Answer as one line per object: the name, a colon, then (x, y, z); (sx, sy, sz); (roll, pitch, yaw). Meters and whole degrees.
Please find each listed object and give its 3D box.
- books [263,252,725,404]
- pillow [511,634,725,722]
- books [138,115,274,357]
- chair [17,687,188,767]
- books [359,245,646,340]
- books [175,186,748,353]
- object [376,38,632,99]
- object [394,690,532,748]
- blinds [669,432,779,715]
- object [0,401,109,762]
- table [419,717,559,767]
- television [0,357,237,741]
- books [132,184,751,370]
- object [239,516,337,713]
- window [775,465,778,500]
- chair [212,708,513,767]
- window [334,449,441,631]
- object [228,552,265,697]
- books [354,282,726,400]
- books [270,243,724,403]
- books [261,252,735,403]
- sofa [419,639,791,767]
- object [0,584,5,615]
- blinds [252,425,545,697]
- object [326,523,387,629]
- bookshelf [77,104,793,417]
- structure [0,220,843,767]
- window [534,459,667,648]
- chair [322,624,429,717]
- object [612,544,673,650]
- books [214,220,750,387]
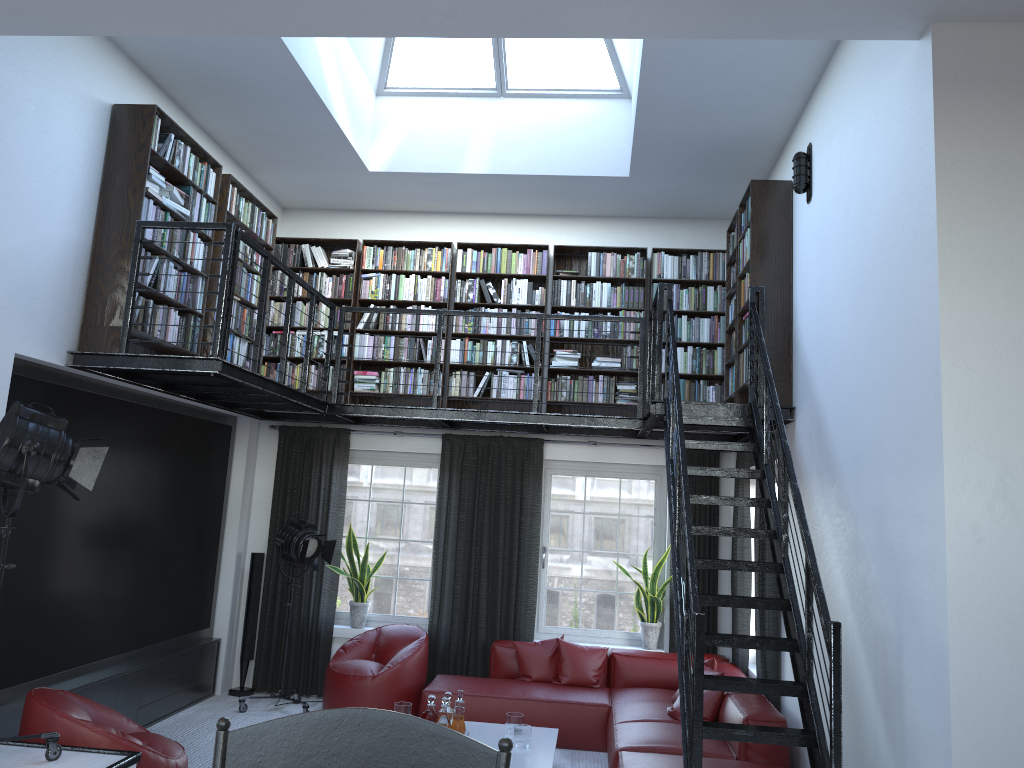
books: (-0.112, -0.558, 8.178); (4.436, 1.421, 0.225); (3, -10, 6)
pillow: (0.999, 2.252, 6.944); (0.979, 0.404, 1.952); (11, -11, -41)
books: (-2.344, -0.911, 6.622); (0.315, 1.432, 2.192); (2, -9, 6)
chair: (-2.105, 1.942, 4.585); (0.829, 0.716, 0.826); (6, -9, -15)
books: (-0.099, -0.840, 8.237); (2.637, 0.833, 0.212); (3, -10, 6)
books: (-0.252, -0.631, 6.710); (4.336, 1.147, 1.588); (3, -9, 5)
object: (-0.118, -2.866, 7.152); (2.222, 0.637, 1.178); (3, -8, 6)
object: (-0.349, 2.194, 5.932); (1.009, 0.296, 0.509); (2, -9, 9)
blinds: (1.815, 1.633, 6.978); (0.527, 2.395, 1.740); (5, -10, -12)
object: (-2.184, 0.873, 3.942); (0.542, 1.589, 0.609); (12, -13, -40)
table: (-0.560, 2.423, 5.715); (1.665, 0.245, 1.158); (3, -8, 6)
television: (-2.720, 1.264, 6.270); (0.117, 2.442, 3.331); (2, -9, 6)
books: (-0.262, -0.805, 6.436); (4.377, 1.418, 2.191); (3, -9, 5)
object: (-0.760, 1.997, 7.610); (2.904, 1.589, 0.749); (5, -10, -10)
window: (2.062, 1.428, 6.853); (0.133, 1.615, 1.159); (2, -9, 6)
chair: (-0.243, 0.875, 0.858); (0.496, 0.971, 0.500); (1, -10, 13)
window: (-1.194, 1.428, 8.217); (1.167, 1.615, 0.132); (2, -10, 6)
object: (-2.340, 2.124, 7.880); (0.157, 1.229, 0.156); (-1, -11, 21)
books: (0.251, -0.391, 8.127); (3.392, 1.129, 0.239); (3, -10, 6)
books: (-0.114, -0.548, 8.172); (4.442, 1.405, 0.240); (2, -10, 6)
books: (-0.173, -0.632, 7.703); (4.436, 1.438, 1.277); (2, -9, 7)
sofa: (0.483, 2.335, 6.039); (2.542, 0.660, 3.259); (3, -8, 5)
object: (-2.667, 1.615, 4.365); (0.157, 1.229, 0.156); (6, -10, -13)
blinds: (-1.016, 1.607, 7.953); (2.508, 2.401, 0.124); (2, -10, 6)
object: (-1.495, 1.703, 7.936); (0.553, 0.946, 0.522); (1, -10, 16)
bookshelf: (-0.235, -0.679, 6.824); (4.476, 1.626, 3.069); (3, -8, 6)
structure: (-0.404, 0.859, 5.785); (4.489, 3.375, 4.586); (2, -9, 6)
window: (0.800, 1.516, 8.017); (1.167, 1.615, 0.132); (2, -10, 6)
chair: (-1.119, 2.382, 7.328); (0.828, 0.716, 0.828); (9, -10, -32)
object: (1.154, 1.817, 7.647); (0.553, 0.946, 0.522); (4, -10, -5)
books: (-0.196, -0.728, 6.962); (4.384, 1.413, 1.162); (3, -9, 6)
